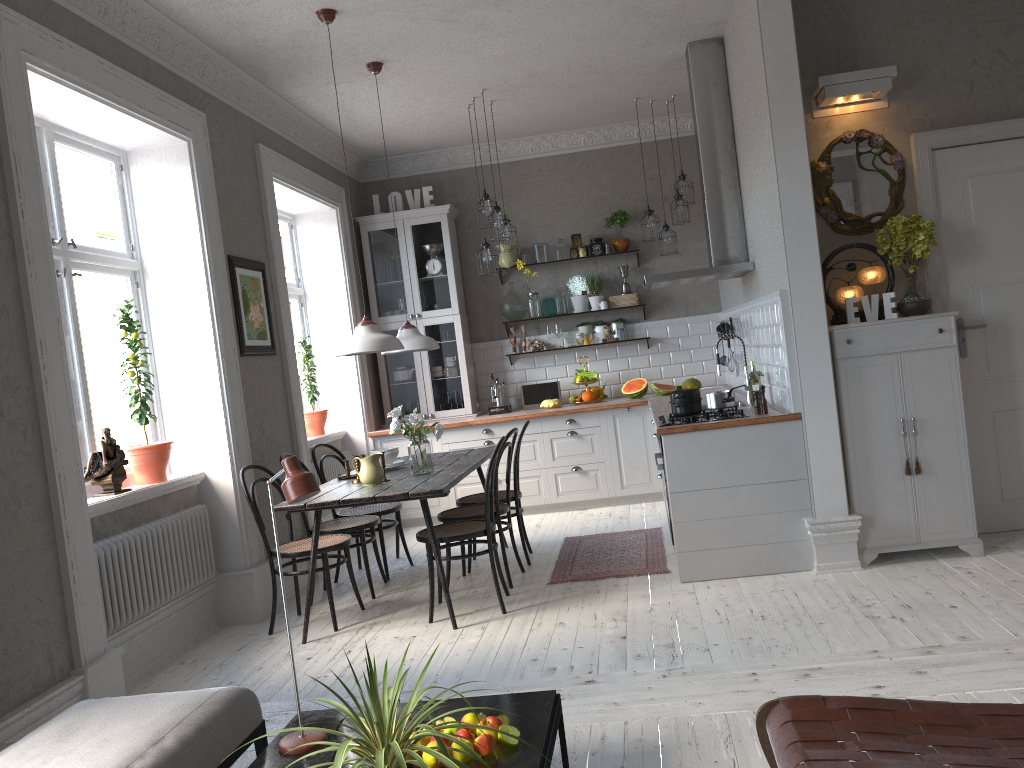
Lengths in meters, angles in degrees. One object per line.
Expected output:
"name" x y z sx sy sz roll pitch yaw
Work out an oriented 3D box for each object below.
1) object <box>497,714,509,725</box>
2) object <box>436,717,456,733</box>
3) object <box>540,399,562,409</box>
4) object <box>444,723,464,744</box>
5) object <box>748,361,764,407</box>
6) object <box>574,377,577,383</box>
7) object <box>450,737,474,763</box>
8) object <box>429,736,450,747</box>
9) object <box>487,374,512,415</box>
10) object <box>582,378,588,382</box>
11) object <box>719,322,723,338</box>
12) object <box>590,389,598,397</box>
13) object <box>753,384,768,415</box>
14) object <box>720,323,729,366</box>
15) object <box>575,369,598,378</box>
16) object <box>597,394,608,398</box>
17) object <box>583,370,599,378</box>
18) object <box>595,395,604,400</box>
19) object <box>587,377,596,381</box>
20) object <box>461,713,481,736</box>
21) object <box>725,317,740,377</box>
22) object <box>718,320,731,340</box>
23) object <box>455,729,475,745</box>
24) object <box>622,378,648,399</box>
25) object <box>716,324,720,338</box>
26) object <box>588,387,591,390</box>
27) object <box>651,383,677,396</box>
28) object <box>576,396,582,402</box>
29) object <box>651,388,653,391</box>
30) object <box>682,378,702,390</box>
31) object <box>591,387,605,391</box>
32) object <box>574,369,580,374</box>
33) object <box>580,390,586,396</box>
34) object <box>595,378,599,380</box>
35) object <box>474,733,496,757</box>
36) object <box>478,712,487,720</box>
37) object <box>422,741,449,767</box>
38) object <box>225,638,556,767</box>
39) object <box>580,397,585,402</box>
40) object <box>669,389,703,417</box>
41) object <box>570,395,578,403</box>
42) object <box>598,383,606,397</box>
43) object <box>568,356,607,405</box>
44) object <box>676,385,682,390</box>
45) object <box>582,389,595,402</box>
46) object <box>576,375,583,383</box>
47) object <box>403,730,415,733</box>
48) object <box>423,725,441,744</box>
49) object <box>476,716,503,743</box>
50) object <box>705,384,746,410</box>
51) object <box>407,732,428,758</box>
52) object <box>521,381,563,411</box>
"object" -0.039 0.955 2.503 0.046 0.037 0.068 -6 2 34
"object" -0.184 0.972 2.504 0.064 0.039 0.067 -7 2 13
"object" 0.344 0.174 7.784 0.196 0.083 0.190 -7 2 7
"object" -0.160 0.961 2.440 0.063 0.058 0.060 -8 2 -38
"object" 1.500 -0.002 5.419 0.089 0.282 0.082 -7 2 7
"object" 0.598 -0.028 7.924 0.096 0.078 0.100 -7 2 -6
"object" -0.131 0.958 2.325 0.060 0.063 0.063 -6 2 38
"object" -0.194 0.968 2.379 0.058 0.056 0.060 -7 2 -6
"object" -0.136 0.084 7.942 0.205 0.370 0.355 -7 2 7
"object" 0.646 -0.025 7.859 0.063 0.061 0.067 -7 2 7
"object" 1.710 -0.431 7.101 0.108 0.161 0.137 -7 2 9
"object" 0.719 0.084 7.862 0.087 0.078 0.089 -6 2 33
"object" 1.373 0.084 4.899 0.072 0.167 0.036 -7 2 6
"object" 1.781 -0.341 7.491 0.076 0.379 0.083 -7 2 7
"object" 0.663 -0.094 7.883 0.209 0.101 0.067 -7 2 12
"object" 0.771 0.112 7.974 0.212 0.044 0.055 -5 2 45
"object" 0.701 -0.090 7.948 0.177 0.096 0.089 -6 2 27
"object" 0.773 0.124 7.851 0.069 0.051 0.088 -8 2 -35
"object" 0.706 -0.032 7.887 0.076 0.062 0.099 -8 2 -20
"object" -0.111 0.953 2.481 0.060 0.062 0.063 -7 2 -12
"object" 1.627 -0.273 6.615 0.081 0.443 0.330 -7 2 8
"object" 1.684 -0.424 6.975 0.107 0.161 0.139 -6 2 24
"object" -0.127 0.959 2.388 0.057 0.058 0.058 -7 2 -2
"object" 1.069 0.044 7.705 0.231 0.174 0.221 -6 2 28
"object" 1.727 -0.437 7.229 0.107 0.161 0.138 -6 2 19
"object" 0.702 0.073 7.979 0.085 0.093 0.087 -7 2 3
"object" 1.319 0.039 7.631 0.226 0.127 0.147 -7 2 -11
"object" 0.606 0.135 7.908 0.084 0.057 0.090 -6 2 39
"object" 1.339 0.059 7.903 0.197 0.067 0.104 -7 2 13
"object" 1.568 0.010 7.732 0.207 0.119 0.130 -8 2 -31
"object" 0.771 0.048 7.929 0.127 0.056 0.059 -7 2 -2
"object" 0.596 -0.108 7.893 0.073 0.058 0.050 -8 2 -17
"object" 0.673 0.087 7.990 0.077 0.076 0.157 -6 2 33
"object" 0.750 -0.041 7.913 0.052 0.050 0.050 -7 2 16
"object" -0.071 0.954 2.342 0.056 0.058 0.057 -6 2 31
"object" -0.092 0.961 2.549 0.047 0.036 0.061 -6 2 18
"object" -0.200 0.966 2.309 0.069 0.066 0.071 -6 2 22
"object" -0.277 0.811 2.093 0.720 0.420 0.673 -6 2 25
"object" 0.624 0.141 7.922 0.070 0.076 0.227 -7 2 -10
"object" 0.986 0.106 5.020 0.192 0.147 0.191 -7 2 -14
"object" 0.572 0.135 7.948 0.075 0.072 0.154 -6 2 36
"object" 0.797 0.051 7.919 0.060 0.120 0.128 -6 2 31
"object" 0.659 -0.038 7.912 0.354 0.426 0.349 -7 2 -8
"object" 1.443 0.046 7.795 0.204 0.073 0.118 -8 2 -30
"object" 0.671 0.103 7.792 0.115 0.111 0.109 -8 2 -26
"object" 0.601 -0.042 7.847 0.058 0.069 0.080 -6 2 26
"object" -0.293 0.979 2.443 0.069 0.055 0.058 -8 2 -26
"object" -0.222 0.970 2.437 0.058 0.058 0.058 -7 2 -10
"object" -0.059 0.947 2.426 0.073 0.064 0.077 -6 2 37
"object" 1.283 0.072 5.221 0.297 0.134 0.178 -6 2 41
"object" -0.260 0.971 2.376 0.066 0.066 0.071 -7 2 12
"object" 0.267 0.106 7.992 0.350 0.226 0.088 -7 2 6
